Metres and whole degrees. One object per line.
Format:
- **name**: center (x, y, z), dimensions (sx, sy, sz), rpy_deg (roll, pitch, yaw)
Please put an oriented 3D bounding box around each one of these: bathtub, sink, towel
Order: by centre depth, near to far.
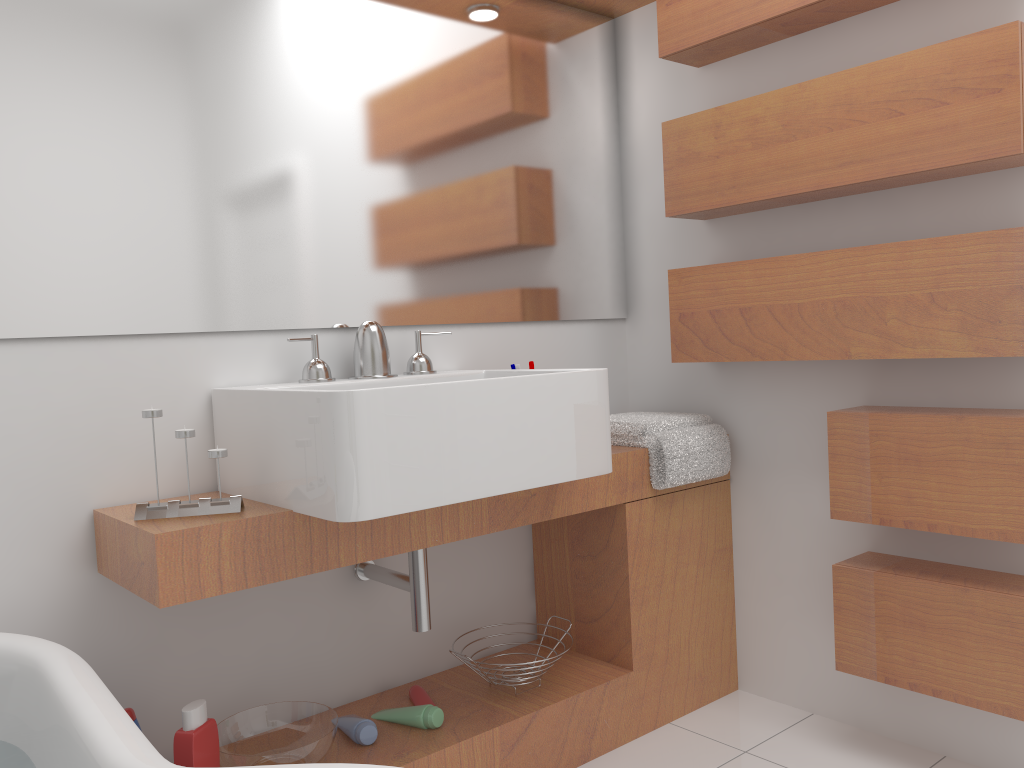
- **bathtub**: center (-0.597, 0.672, 0.691), dimensions (1.055, 0.674, 1.863), rpy_deg (-5, 4, -40)
- **sink**: center (-0.198, 0.196, 1.867), dimensions (0.657, 0.673, 0.552), rpy_deg (-5, 4, -40)
- **towel**: center (0.355, 0.171, 2.411), dimensions (0.272, 0.140, 0.359), rpy_deg (-5, 4, -40)

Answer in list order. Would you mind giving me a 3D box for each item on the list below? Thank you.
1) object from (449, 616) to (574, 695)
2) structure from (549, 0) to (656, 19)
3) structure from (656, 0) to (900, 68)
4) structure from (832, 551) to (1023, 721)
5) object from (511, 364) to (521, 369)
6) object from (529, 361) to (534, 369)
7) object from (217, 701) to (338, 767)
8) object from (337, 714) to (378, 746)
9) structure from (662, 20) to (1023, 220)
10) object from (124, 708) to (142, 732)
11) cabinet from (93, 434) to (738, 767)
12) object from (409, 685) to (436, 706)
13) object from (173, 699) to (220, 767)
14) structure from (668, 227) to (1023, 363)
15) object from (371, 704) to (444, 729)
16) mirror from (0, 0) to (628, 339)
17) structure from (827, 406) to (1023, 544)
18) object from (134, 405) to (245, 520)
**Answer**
- **object**: center (0.004, 0.660, 2.120), dimensions (0.291, 0.126, 0.291), rpy_deg (-3, 3, 8)
- **structure**: center (-0.613, -1.109, 1.700), dimensions (2.606, 0.240, 0.287), rpy_deg (-5, 4, -40)
- **structure**: center (0.714, -0.971, 2.016), dimensions (0.165, 0.245, 0.860), rpy_deg (-5, 4, -40)
- **structure**: center (0.932, 0.529, 1.919), dimensions (0.165, 0.245, 0.417), rpy_deg (-5, 4, -40)
- **object**: center (0.037, 0.062, 2.232), dimensions (0.070, 0.228, 0.016), rpy_deg (-4, 3, -15)
- **object**: center (0.056, 0.057, 2.270), dimensions (0.016, 0.231, 0.052), rpy_deg (-3, 3, 0)
- **object**: center (-0.465, 0.719, 1.746), dimensions (0.245, 0.090, 0.245), rpy_deg (-2, 3, 22)
- **object**: center (-0.340, 0.729, 1.916), dimensions (0.059, 0.052, 0.187), rpy_deg (-4, 3, -28)
- **structure**: center (0.735, -0.562, 2.036), dimensions (0.165, 0.245, 0.860), rpy_deg (-5, 4, -40)
- **object**: center (-0.706, 0.692, 1.630), dimensions (0.044, 0.190, 0.092), rpy_deg (-2, 3, 17)
- **cabinet**: center (-0.131, 0.551, 2.042), dimensions (1.635, 0.719, 0.355), rpy_deg (-5, 4, -40)
- **object**: center (-0.206, 0.729, 2.041), dimensions (0.042, 0.037, 0.133), rpy_deg (-4, 3, -21)
- **object**: center (-0.566, 0.679, 1.596), dimensions (0.046, 0.207, 0.079), rpy_deg (-2, 3, 15)
- **structure**: center (0.754, -0.182, 2.055), dimensions (0.165, 0.245, 0.860), rpy_deg (-5, 4, -40)
- **object**: center (-0.233, 0.722, 1.955), dimensions (0.187, 0.052, 0.059), rpy_deg (-1, 3, 34)
- **mirror**: center (-0.665, -0.551, 1.829), dimensions (2.600, 0.887, 0.022), rpy_deg (-5, 4, -40)
- **structure**: center (0.915, 0.180, 1.902), dimensions (0.165, 0.245, 0.417), rpy_deg (-5, 4, -40)
- **object**: center (-0.589, 0.136, 1.606), dimensions (0.182, 0.203, 0.059), rpy_deg (-3, 3, -9)
